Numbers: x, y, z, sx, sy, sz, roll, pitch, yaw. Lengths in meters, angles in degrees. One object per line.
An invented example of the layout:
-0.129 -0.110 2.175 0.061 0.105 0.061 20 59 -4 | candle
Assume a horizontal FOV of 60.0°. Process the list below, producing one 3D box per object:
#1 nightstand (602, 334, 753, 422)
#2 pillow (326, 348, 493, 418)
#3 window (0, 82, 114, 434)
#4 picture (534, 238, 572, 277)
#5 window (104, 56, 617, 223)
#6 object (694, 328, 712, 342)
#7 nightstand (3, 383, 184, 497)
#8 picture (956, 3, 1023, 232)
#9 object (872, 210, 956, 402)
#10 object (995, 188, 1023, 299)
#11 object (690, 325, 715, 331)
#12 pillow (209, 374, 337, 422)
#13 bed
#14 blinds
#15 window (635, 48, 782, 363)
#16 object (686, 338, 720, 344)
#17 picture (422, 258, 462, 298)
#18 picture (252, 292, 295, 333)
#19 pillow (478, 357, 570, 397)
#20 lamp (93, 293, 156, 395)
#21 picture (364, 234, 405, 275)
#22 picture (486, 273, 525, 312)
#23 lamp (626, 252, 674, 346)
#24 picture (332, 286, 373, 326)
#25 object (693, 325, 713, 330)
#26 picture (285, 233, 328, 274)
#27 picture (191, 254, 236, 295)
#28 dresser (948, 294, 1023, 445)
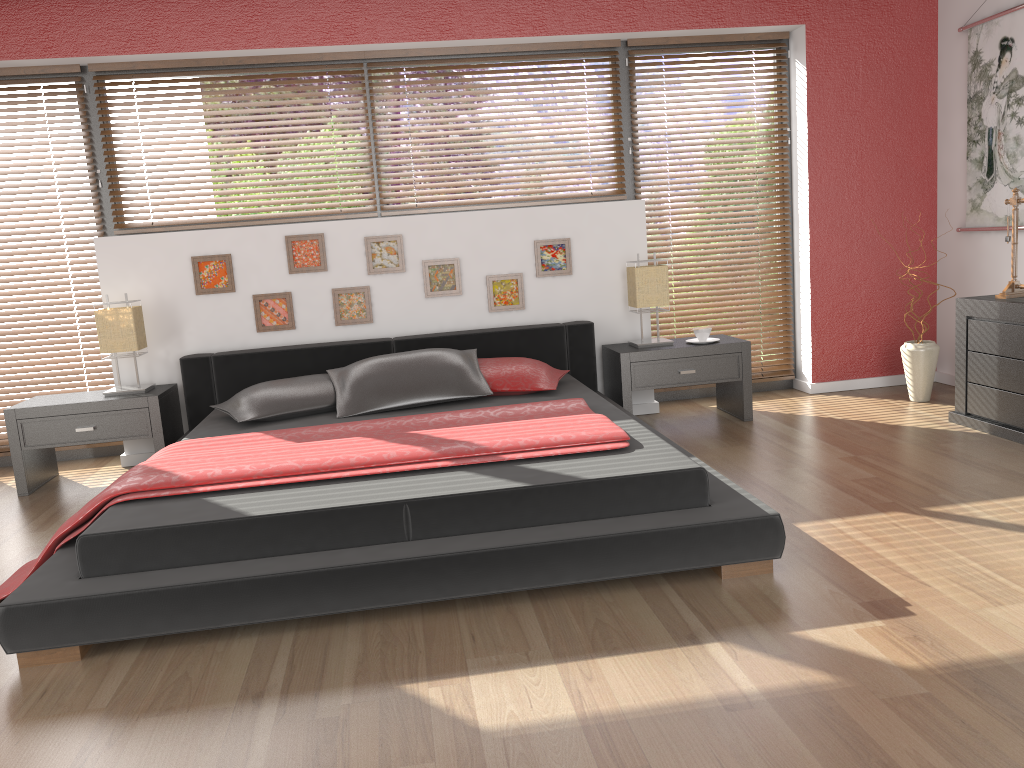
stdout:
0.887 -0.010 4.799 0.700 0.423 0.413 -5 9 -7 | nightstand
-0.489 -0.027 4.172 0.744 0.241 0.386 -6 9 -12 | pillow
-2.668 -0.657 4.811 0.889 1.893 0.020 -5 9 -7 | window
0.226 -0.691 4.852 0.200 0.200 0.010 -5 9 -7 | picture
-0.778 -1.373 4.968 2.817 0.786 0.020 -5 9 -7 | window
1.015 -0.261 4.722 0.099 0.069 0.099 -1 10 17 | object
-2.053 0.268 4.427 0.700 0.423 0.413 -5 9 -7 | nightstand
2.533 -1.432 4.584 0.028 1.270 0.701 -5 9 -7 | picture
2.151 -0.413 4.793 0.422 1.035 0.364 -10 11 -32 | object
2.378 -0.624 3.890 0.173 0.498 0.490 -8 10 -22 | object
1.010 -0.296 4.700 0.192 0.007 0.007 -11 12 -37 | object
-1.004 0.059 4.201 0.745 0.172 0.418 -10 11 -32 | pillow
-0.592 0.217 3.604 2.469 0.577 2.413 -5 9 -7 | bed
-0.730 -0.793 4.994 4.840 1.952 0.032 -5 9 -7 | blinds
1.186 -1.021 5.299 0.889 1.893 0.020 -5 9 -7 | window
1.017 -0.229 4.728 0.179 0.012 0.179 -1 10 17 | object
-0.376 -0.573 4.785 0.200 0.200 0.010 -5 9 -7 | picture
-1.258 -0.380 4.691 0.200 0.200 0.010 -5 9 -7 | picture
-0.110 -0.034 4.368 0.745 0.172 0.418 -2 9 12 | pillow
-1.934 -0.207 4.412 0.200 0.480 0.200 -5 9 -7 | lamp
-0.677 -0.689 4.725 0.200 0.200 0.010 -5 9 -7 | picture
-0.034 -0.499 4.845 0.200 0.200 0.010 -5 9 -7 | picture
0.731 -0.459 4.750 0.200 0.480 0.200 -5 9 -7 | lamp
-0.853 -0.417 4.742 0.200 0.200 0.010 -5 9 -7 | picture
1.015 -0.300 4.722 0.192 0.007 0.007 -13 13 -42 | object
-1.083 -0.686 4.668 0.200 0.200 0.010 -5 9 -7 | picture
-1.555 -0.570 4.619 0.200 0.200 0.010 -5 9 -7 | picture
2.510 -0.010 3.493 0.540 0.608 1.740 -5 9 -7 | dresser
